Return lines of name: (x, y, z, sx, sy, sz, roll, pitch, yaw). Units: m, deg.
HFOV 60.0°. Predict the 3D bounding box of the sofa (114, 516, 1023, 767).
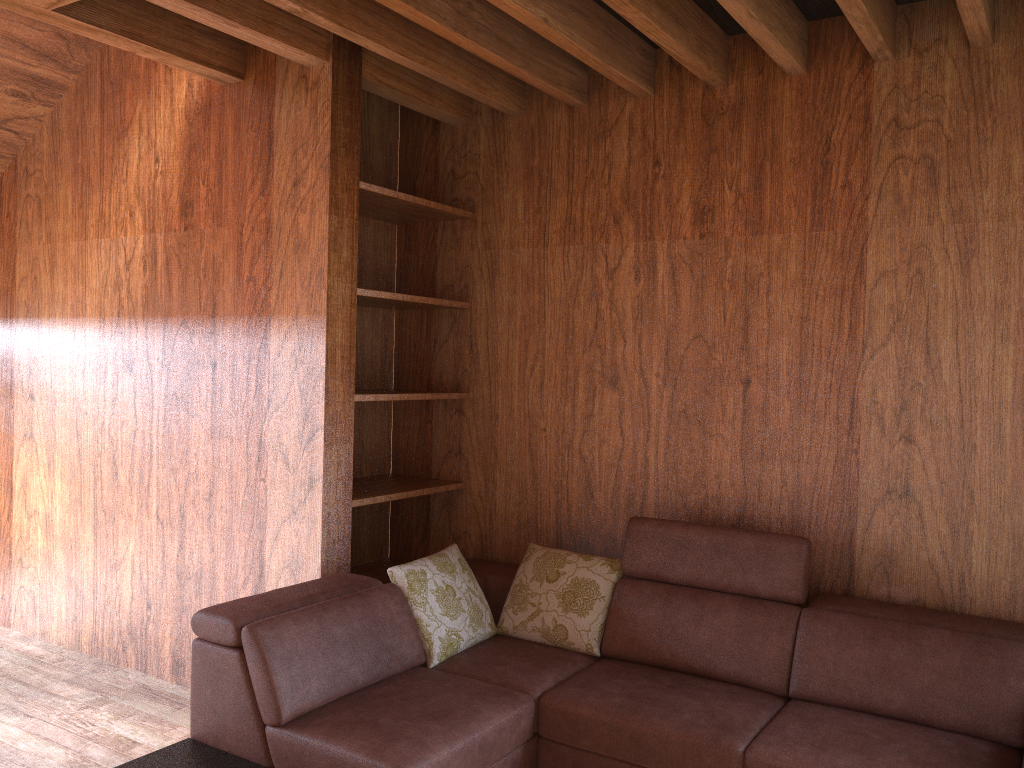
sofa: (0.416, 0.862, 2.356, 2.486, 0.760, 1.712, 2, 1, 32)
